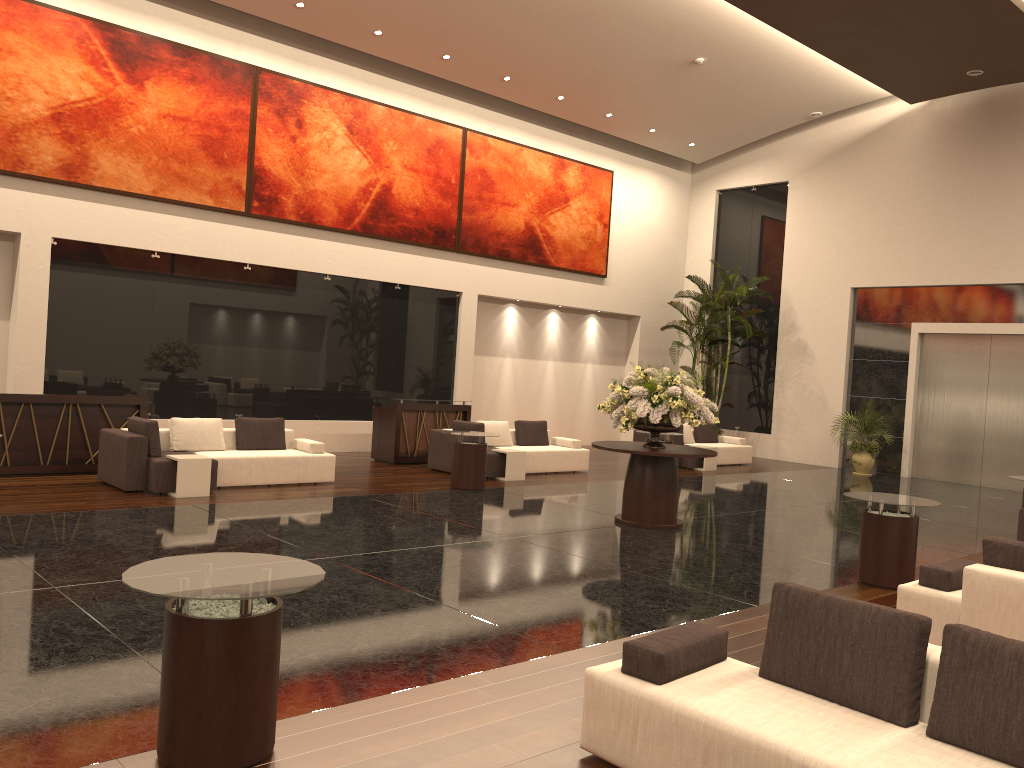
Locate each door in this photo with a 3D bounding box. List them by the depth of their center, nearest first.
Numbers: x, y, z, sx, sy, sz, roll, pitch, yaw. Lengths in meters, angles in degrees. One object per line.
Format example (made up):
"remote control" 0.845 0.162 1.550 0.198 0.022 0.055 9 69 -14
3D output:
"door" 9.472 0.531 17.701 0.040 3.048 2.767 3 1 -42

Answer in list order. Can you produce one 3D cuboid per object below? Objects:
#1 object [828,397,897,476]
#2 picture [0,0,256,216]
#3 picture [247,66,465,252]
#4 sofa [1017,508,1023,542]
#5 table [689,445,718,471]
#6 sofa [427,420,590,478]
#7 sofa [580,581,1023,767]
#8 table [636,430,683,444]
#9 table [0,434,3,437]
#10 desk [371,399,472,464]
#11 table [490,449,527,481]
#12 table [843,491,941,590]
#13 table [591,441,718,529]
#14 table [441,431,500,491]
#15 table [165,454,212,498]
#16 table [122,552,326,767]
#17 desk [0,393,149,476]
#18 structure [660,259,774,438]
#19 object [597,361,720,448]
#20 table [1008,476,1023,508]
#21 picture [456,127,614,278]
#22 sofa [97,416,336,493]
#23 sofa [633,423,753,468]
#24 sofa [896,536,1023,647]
"object" 7.452 1.070 18.687 1.373 1.682 1.297 4 1 -9
"picture" -6.076 -4.174 13.441 4.515 2.526 0.070 3 1 -42
"picture" -2.724 -4.014 16.467 4.515 2.526 0.070 3 1 -42
"sofa" 6.407 1.606 8.288 1.291 0.862 2.846 3 1 -42
"table" 3.789 1.467 17.602 0.400 0.460 0.400 3 1 -42
"sofa" 0.094 1.073 15.135 2.846 0.862 1.291 3 1 -42
"sofa" 0.701 1.342 2.723 3.366 0.862 2.586 3 1 -42
"table" 2.573 1.255 15.631 0.833 0.795 0.844 4 1 9
"table" -5.357 0.879 8.435 0.844 0.795 0.833 4 1 -3
"desk" -1.585 0.824 15.820 1.634 1.114 0.760 3 1 -42
"table" -0.062 1.284 14.126 0.400 0.460 0.400 3 1 -42
"table" 3.468 1.451 8.175 0.833 0.795 0.844 4 1 9
"table" 1.689 1.226 10.757 1.498 0.921 1.498 5 1 39
"table" -0.615 1.104 12.716 0.833 0.795 0.844 4 1 9
"table" -3.899 1.101 10.661 0.400 0.460 0.400 3 1 -42
"table" -1.274 1.225 3.894 0.844 0.795 0.833 4 1 -3
"desk" -6.255 0.637 11.648 2.606 1.043 0.700 3 1 -42
"structure" 4.866 -0.607 21.020 2.436 4.611 2.531 4 1 20
"object" 1.770 0.221 10.717 1.453 1.097 1.402 4 1 4
"table" 6.656 1.602 11.090 0.833 0.795 0.844 4 1 9
"picture" 0.630 -3.855 19.495 4.515 2.526 0.070 3 1 -42
"sofa" -3.744 0.890 11.671 2.846 0.862 1.291 3 1 -42
"sofa" 3.944 1.256 18.611 2.846 0.862 1.291 3 1 -42
"sofa" 4.658 1.530 6.320 3.366 0.862 2.586 3 1 -42
